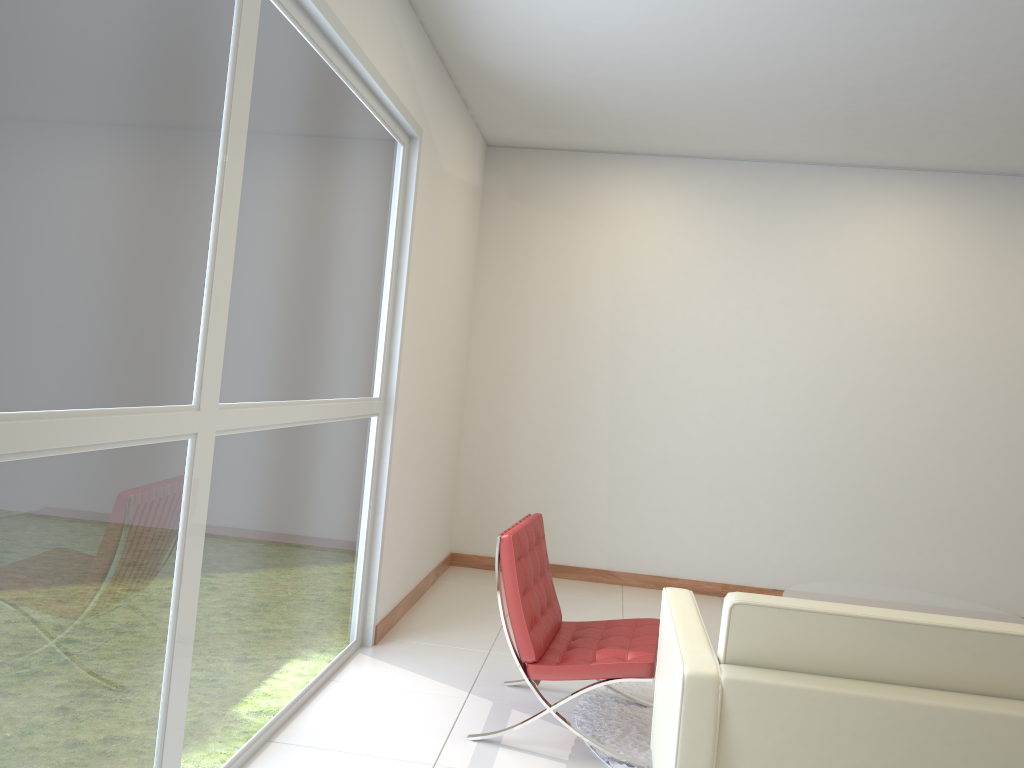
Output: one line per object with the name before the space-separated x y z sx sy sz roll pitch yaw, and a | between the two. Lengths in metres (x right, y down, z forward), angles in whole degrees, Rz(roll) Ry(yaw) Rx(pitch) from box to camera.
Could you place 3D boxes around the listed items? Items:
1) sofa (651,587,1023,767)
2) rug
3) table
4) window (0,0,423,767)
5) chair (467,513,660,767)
sofa | 1.731 1.111 2.547 2.566 0.925 0.998 5 -1 7
rug | 1.924 1.585 3.677 3.329 0.005 2.437 5 0 8
table | 2.047 1.389 4.479 1.321 0.405 1.534 5 0 6
window | -0.856 -0.012 2.961 0.121 2.721 3.425 5 -1 7
chair | 0.273 1.033 3.776 0.707 0.819 0.698 5 -2 12
